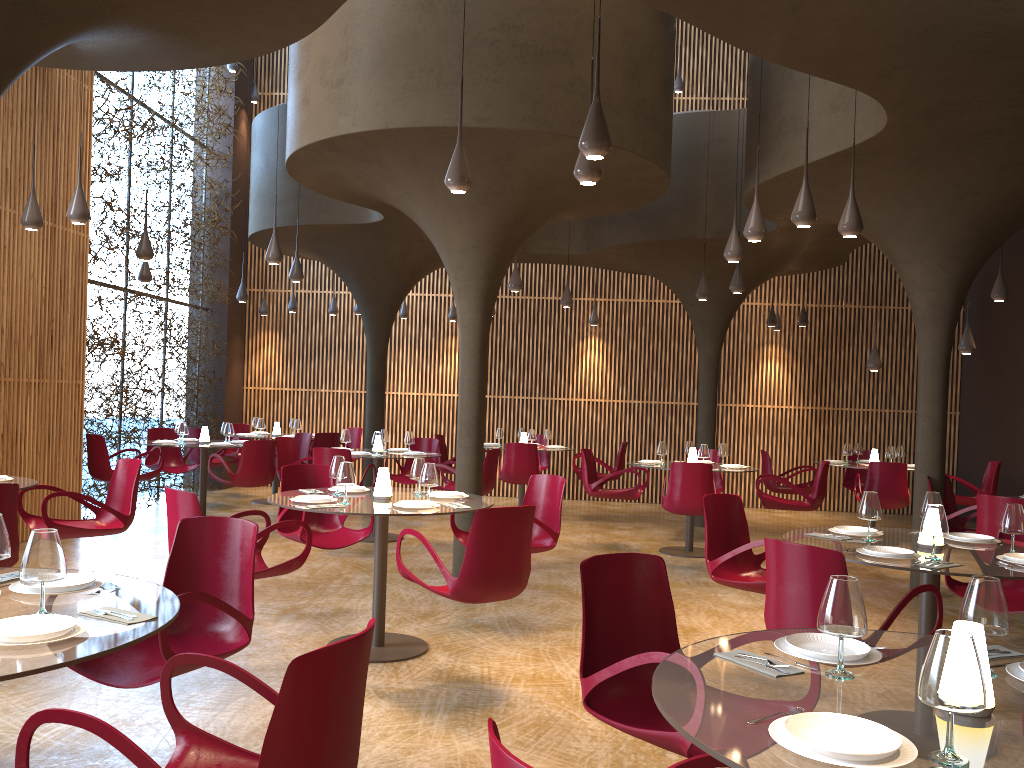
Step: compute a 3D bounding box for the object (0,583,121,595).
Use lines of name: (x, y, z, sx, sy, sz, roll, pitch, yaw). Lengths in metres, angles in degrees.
object: (-1.744, 0.780, 3.415, 0.410, 0.012, 0.204, 2, -1, 14)

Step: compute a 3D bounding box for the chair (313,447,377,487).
chair: (-2.036, 1.058, 10.574, 0.625, 0.636, 0.873, 2, 0, 9)

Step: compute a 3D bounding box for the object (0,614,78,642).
object: (-1.507, 0.768, 2.776, 0.263, 0.029, 0.263, 1, -1, 40)

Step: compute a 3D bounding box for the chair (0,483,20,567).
chair: (-3.609, 0.932, 5.771, 0.872, 0.636, 0.625, 2, 0, 39)

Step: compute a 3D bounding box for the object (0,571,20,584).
object: (-2.030, 0.777, 3.525, 0.126, 0.017, 0.262, 2, -1, 18)

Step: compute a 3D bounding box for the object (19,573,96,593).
object: (-1.748, 0.769, 3.415, 0.263, 0.029, 0.263, 2, -1, 12)

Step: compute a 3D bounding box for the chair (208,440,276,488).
chair: (-3.463, 1.021, 11.526, 0.872, 0.636, 0.625, 2, 0, 44)

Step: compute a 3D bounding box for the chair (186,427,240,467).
chair: (-4.791, 1.013, 14.207, 0.624, 0.636, 0.873, 2, 0, 39)

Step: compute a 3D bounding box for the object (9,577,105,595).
object: (-1.749, 0.778, 3.416, 0.332, 0.014, 0.332, 2, -1, -5)

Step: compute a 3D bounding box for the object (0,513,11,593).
object: (-1.946, 0.632, 3.298, 0.142, 0.295, 0.142, 2, 0, -6)

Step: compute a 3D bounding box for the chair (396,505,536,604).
chair: (-0.258, 1.050, 5.670, 0.625, 0.636, 0.872, 2, 0, -38)

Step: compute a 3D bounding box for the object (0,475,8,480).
object: (-4.078, 0.737, 6.911, 0.263, 0.029, 0.263, 2, -1, 23)

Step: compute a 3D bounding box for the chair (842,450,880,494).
chair: (5.505, 1.375, 13.872, 0.625, 0.636, 0.873, 2, 0, 20)

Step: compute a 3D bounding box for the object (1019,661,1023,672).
object: (1.670, 0.879, 2.658, 0.263, 0.029, 0.263, 2, -1, -3)

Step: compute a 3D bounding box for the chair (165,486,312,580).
chair: (-1.875, 0.996, 5.935, 0.873, 0.636, 0.624, 2, 0, -43)

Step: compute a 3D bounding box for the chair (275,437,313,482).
chair: (-2.772, 1.052, 11.945, 0.872, 0.636, 0.625, 2, 0, 19)

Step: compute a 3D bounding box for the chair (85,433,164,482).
chair: (-5.101, 0.963, 11.569, 0.624, 0.636, 0.873, 2, 0, 39)

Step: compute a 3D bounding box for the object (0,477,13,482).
object: (-4.078, 0.746, 6.911, 0.331, 0.014, 0.332, 2, -1, 29)

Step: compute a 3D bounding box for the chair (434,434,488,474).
chair: (-0.839, 1.157, 14.430, 0.872, 0.636, 0.625, 2, 0, 9)

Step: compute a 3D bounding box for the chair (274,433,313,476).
chair: (-3.417, 1.047, 13.214, 0.624, 0.636, 0.873, 2, 0, 44)

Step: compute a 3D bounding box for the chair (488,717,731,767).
chair: (0.365, 1.016, 1.837, 0.873, 0.636, 0.624, 2, 0, -28)

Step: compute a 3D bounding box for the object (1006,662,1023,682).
object: (1.670, 0.889, 2.659, 0.331, 0.014, 0.332, 1, -1, 36)

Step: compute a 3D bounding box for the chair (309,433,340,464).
chair: (-3.152, 1.071, 14.165, 0.872, 0.636, 0.625, 2, 0, 44)

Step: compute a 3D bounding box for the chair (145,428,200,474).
chair: (-5.053, 0.988, 13.125, 0.625, 0.636, 0.872, 2, 0, -41)

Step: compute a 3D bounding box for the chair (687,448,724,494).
chair: (2.700, 1.256, 12.571, 0.625, 0.636, 0.873, 2, 0, 14)

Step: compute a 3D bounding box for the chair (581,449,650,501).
chair: (1.327, 1.194, 11.675, 0.872, 0.636, 0.625, 2, 0, 19)

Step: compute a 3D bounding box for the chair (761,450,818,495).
chair: (4.127, 1.315, 13.147, 0.872, 0.636, 0.625, 2, 0, 10)

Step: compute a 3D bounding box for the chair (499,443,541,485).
chair: (0.124, 1.174, 13.208, 0.625, 0.636, 0.872, 2, 0, -1)

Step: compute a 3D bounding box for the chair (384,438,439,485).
chair: (-1.398, 1.114, 12.841, 0.625, 0.636, 0.873, 2, 0, 14)

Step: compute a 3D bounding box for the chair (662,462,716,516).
chair: (2.063, 1.200, 10.304, 0.625, 0.636, 0.873, 2, 0, 9)

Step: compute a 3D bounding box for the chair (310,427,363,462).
chair: (-3.106, 1.097, 15.852, 0.624, 0.636, 0.873, 2, 0, 44)

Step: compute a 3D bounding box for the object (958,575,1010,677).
object: (1.456, 0.746, 2.737, 0.142, 0.295, 0.142, 2, 0, -12)

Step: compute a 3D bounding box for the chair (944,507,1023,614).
chair: (3.427, 1.186, 5.999, 0.873, 0.636, 0.624, 2, 0, -41)

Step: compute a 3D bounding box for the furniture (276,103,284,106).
furniture: (-2.068, -3.354, 14.032, 3.884, 1.047, 3.790, 2, -1, -19)

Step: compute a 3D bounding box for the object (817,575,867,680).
object: (0.989, 0.728, 2.658, 0.142, 0.295, 0.142, 2, 0, 12)

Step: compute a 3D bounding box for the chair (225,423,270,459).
chair: (-4.743, 1.037, 15.763, 0.625, 0.636, 0.872, 2, 0, -41)

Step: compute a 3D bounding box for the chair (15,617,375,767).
chair: (-0.835, 0.984, 2.546, 0.872, 0.636, 0.625, 2, 0, 17)

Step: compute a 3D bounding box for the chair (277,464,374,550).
chair: (-1.616, 1.028, 7.470, 0.625, 0.636, 0.872, 2, 0, -33)

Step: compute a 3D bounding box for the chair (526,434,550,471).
chair: (0.358, 1.216, 15.551, 0.625, 0.636, 0.872, 2, 0, 4)

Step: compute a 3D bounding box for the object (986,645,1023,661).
object: (1.572, 0.897, 2.945, 0.262, 0.017, 0.126, 2, -1, -22)

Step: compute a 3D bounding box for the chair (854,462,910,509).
chair: (4.896, 1.322, 11.699, 0.625, 0.636, 0.873, 2, 0, 15)

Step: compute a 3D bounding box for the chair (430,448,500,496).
chair: (-0.595, 1.121, 11.356, 0.872, 0.636, 0.625, 2, 0, 14)

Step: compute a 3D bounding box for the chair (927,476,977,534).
chair: (4.652, 1.273, 8.956, 0.625, 0.636, 0.872, 2, 0, -39)

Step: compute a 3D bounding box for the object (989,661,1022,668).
object: (1.672, 0.890, 2.655, 0.204, 0.012, 0.410, 2, -1, -26)

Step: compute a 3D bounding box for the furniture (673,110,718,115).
furniture: (2.127, -3.212, 12.868, 0.900, 1.048, 2.529, 2, 0, -44)

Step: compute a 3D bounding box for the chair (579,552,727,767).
chair: (0.648, 1.050, 3.453, 0.625, 0.636, 0.872, 2, 0, -33)

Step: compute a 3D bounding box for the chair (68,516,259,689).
chair: (-1.568, 0.980, 4.066, 0.625, 0.636, 0.873, 2, 0, 17)

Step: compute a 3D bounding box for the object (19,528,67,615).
object: (-1.583, 0.641, 2.994, 0.142, 0.295, 0.142, 2, 0, 15)

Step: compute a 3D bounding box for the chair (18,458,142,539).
chair: (-3.565, 0.957, 7.410, 0.624, 0.636, 0.873, 2, 0, 44)

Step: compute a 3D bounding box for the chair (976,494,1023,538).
chair: (4.262, 1.236, 7.363, 0.873, 0.636, 0.624, 2, 0, -34)

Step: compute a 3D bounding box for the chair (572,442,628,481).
chair: (1.407, 1.234, 14.229, 0.872, 0.636, 0.625, 2, 0, 4)

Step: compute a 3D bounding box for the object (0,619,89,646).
object: (-1.507, 0.777, 2.777, 0.332, 0.014, 0.331, 2, -1, -24)

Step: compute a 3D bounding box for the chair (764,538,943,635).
chair: (1.696, 1.103, 4.552, 0.873, 0.636, 0.624, 2, 0, -36)

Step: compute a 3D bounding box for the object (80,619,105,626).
object: (-1.509, 0.779, 2.772, 0.204, 0.012, 0.411, 2, -1, 23)

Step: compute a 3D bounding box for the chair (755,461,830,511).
chair: (3.504, 1.263, 11.087, 0.872, 0.636, 0.625, 2, 0, 14)

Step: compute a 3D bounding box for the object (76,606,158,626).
object: (-1.353, 0.794, 3.036, 0.262, 0.017, 0.126, 2, -1, 27)

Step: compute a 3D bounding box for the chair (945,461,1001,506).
chair: (6.387, 1.386, 12.490, 0.872, 0.636, 0.625, 2, 0, 15)

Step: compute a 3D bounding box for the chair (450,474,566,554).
chair: (0.018, 1.084, 7.336, 0.873, 0.636, 0.624, 2, 0, -38)

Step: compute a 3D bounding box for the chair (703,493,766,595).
chair: (1.750, 1.129, 6.192, 0.625, 0.636, 0.872, 2, 0, -41)
